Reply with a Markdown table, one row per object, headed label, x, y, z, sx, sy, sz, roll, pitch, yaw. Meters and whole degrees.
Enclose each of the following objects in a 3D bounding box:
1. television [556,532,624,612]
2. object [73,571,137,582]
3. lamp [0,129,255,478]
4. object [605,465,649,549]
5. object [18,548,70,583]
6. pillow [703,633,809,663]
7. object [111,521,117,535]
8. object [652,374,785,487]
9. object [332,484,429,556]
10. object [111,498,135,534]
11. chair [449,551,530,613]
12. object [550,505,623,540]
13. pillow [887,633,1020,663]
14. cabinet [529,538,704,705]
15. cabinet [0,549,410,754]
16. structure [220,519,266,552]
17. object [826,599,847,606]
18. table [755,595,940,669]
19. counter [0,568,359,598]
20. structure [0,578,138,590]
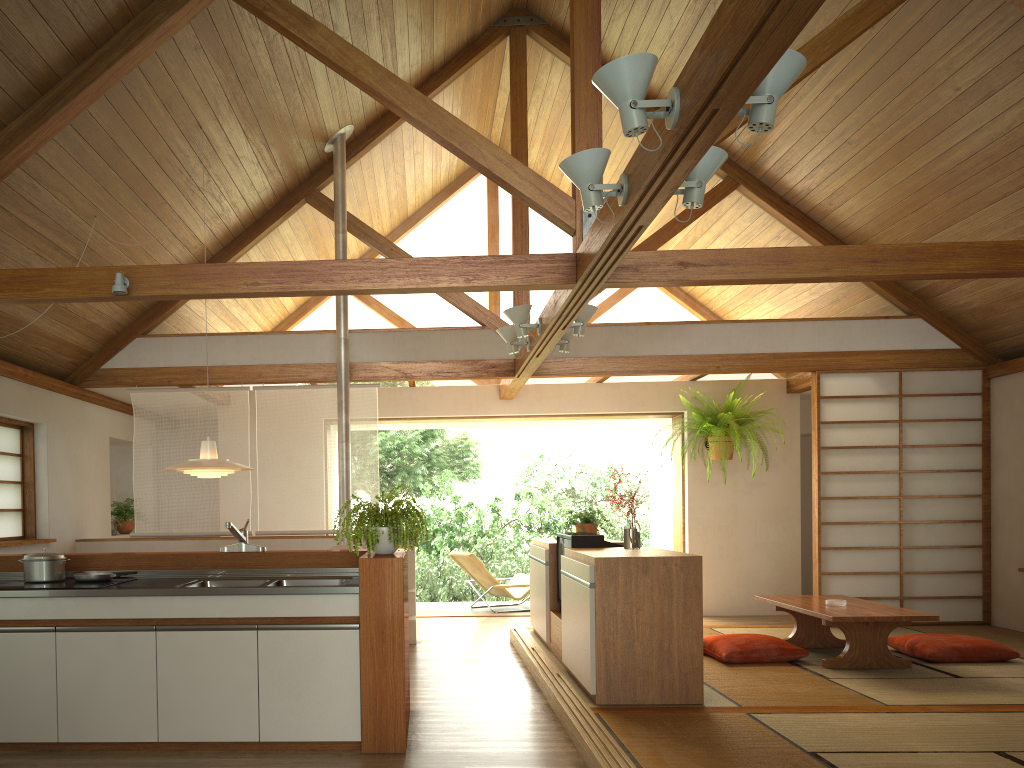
| label | x | y | z | sx | sy | sz | roll | pitch | yaw |
| --- | --- | --- | --- | --- | --- | --- | --- | --- | --- |
| television | 0.574 | 1.238 | 5.677 | 0.491 | 0.537 | 0.645 | -1 | -4 | -3 |
| object | -2.086 | 0.983 | 4.484 | 0.294 | 0.043 | 0.212 | 3 | -8 | -24 |
| lamp | -2.502 | -0.465 | 5.526 | 1.846 | 2.147 | 0.542 | -1 | 0 | 12 |
| object | 0.658 | 0.710 | 5.077 | 0.241 | 0.499 | 0.222 | -1 | -1 | 5 |
| object | -2.390 | 0.924 | 4.475 | 0.228 | 0.170 | 0.197 | -5 | -6 | 43 |
| pillow | 1.524 | 1.697 | 5.668 | 0.550 | 0.148 | 0.574 | 0 | -7 | -7 |
| object | -3.784 | 1.364 | 8.272 | 0.092 | 0.134 | 0.100 | 0 | -2 | -20 |
| object | 2.022 | 0.462 | 8.197 | 1.259 | 1.126 | 1.077 | 0 | -3 | -7 |
| object | -0.618 | 0.664 | 4.250 | 0.477 | 0.350 | 0.473 | -3 | -5 | 23 |
| object | -3.854 | 1.306 | 8.665 | 0.501 | 0.357 | 0.563 | -1 | -5 | 6 |
| chair | -0.017 | 2.075 | 9.290 | 1.176 | 0.626 | 0.848 | 2 | -5 | -25 |
| object | 0.535 | 1.113 | 6.703 | 0.538 | 0.375 | 0.531 | 3 | -6 | -40 |
| pillow | 2.782 | 1.677 | 5.599 | 0.556 | 0.131 | 0.567 | -1 | -7 | -2 |
| cabinet | 0.545 | 1.414 | 5.681 | 0.555 | 0.733 | 2.678 | -1 | -7 | -5 |
| cabinet | -1.917 | 1.307 | 4.404 | 2.795 | 0.880 | 0.839 | -1 | -3 | 2 |
| structure | -1.468 | 0.791 | 4.541 | 0.252 | 0.174 | 0.388 | -2 | -7 | 15 |
| object | 2.072 | 1.398 | 5.595 | 0.113 | 0.030 | 0.127 | 3 | -8 | -28 |
| table | 2.088 | 1.584 | 5.618 | 0.600 | 0.334 | 1.215 | -1 | -7 | -4 |
| counter | -2.012 | 1.027 | 4.316 | 2.595 | 0.168 | 0.618 | -1 | -7 | 2 |
| structure | -2.228 | 0.990 | 4.343 | 0.583 | 0.005 | 0.535 | -1 | -8 | -1 |
